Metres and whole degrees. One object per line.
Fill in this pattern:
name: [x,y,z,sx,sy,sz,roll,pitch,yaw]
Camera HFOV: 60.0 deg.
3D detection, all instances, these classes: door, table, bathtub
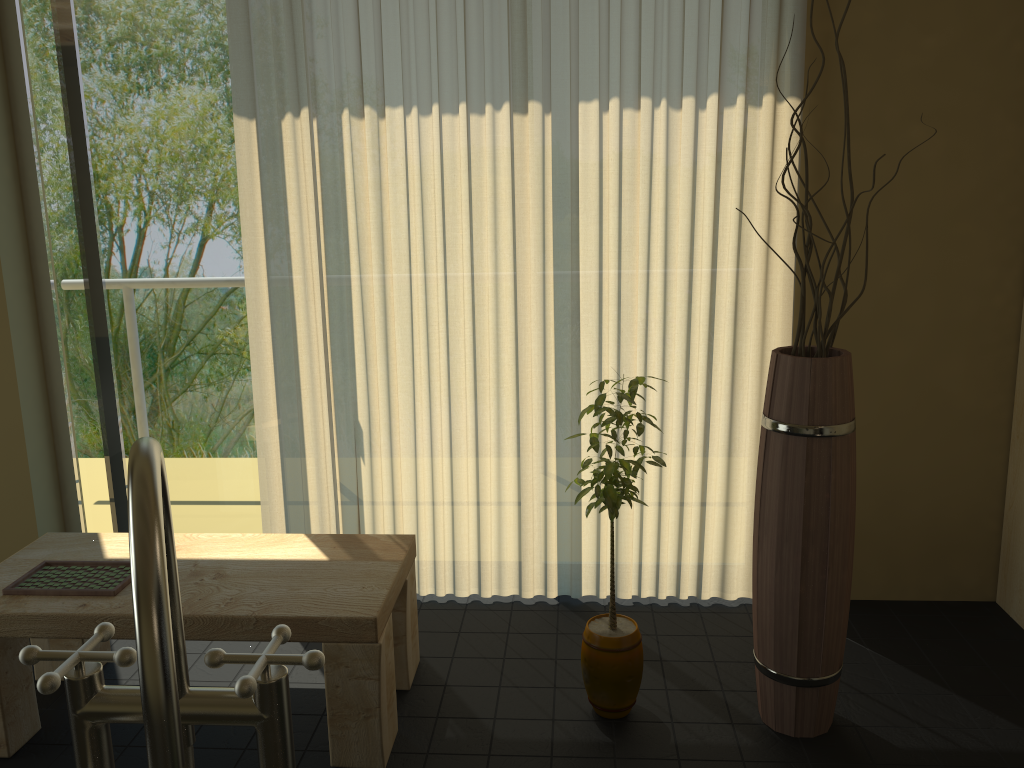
door: [-1.177,-0.420,3.102,1.037,2.326,0.063,-1,11,3]
table: [-0.846,0.690,2.403,1.124,0.399,0.515,0,12,4]
bathtub: [-0.250,0.687,0.342,2.132,1.158,1.071,0,12,4]

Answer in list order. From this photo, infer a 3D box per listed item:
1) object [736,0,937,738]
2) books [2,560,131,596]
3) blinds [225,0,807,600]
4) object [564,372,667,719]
object: [0.719,-0.203,2.201,0.463,2.174,0.468,-9,14,-34]
books: [-1.132,0.505,2.313,0.294,0.014,0.182,0,12,4]
blinds: [0.051,-0.539,2.763,1.944,2.572,0.064,-1,11,3]
object: [0.272,0.415,2.304,0.242,0.927,0.267,9,15,41]
